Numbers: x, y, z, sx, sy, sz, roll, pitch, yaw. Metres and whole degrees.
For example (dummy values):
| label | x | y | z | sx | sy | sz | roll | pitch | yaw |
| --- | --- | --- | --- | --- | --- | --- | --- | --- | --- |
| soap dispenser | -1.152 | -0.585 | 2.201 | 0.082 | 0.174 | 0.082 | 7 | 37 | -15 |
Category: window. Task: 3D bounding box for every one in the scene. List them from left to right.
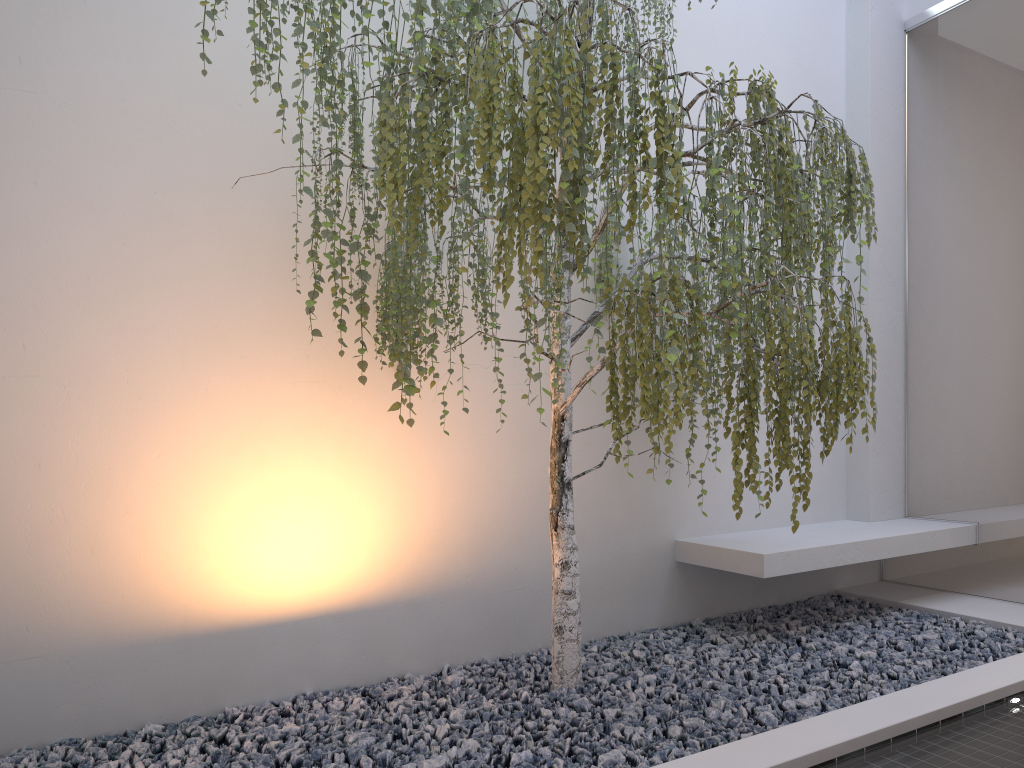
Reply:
| label | x | y | z | sx | sy | sz | roll | pitch | yaw |
| --- | --- | --- | --- | --- | --- | --- | --- | --- | --- |
| window | 2.744 | -0.516 | 3.885 | 0.057 | 3.257 | 2.489 | -2 | -1 | -27 |

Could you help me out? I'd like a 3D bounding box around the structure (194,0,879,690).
| label | x | y | z | sx | sy | sz | roll | pitch | yaw |
| --- | --- | --- | --- | --- | --- | --- | --- | --- | --- |
| structure | 0.331 | -0.861 | 2.907 | 2.742 | 3.994 | 1.543 | -1 | 0 | -35 |
